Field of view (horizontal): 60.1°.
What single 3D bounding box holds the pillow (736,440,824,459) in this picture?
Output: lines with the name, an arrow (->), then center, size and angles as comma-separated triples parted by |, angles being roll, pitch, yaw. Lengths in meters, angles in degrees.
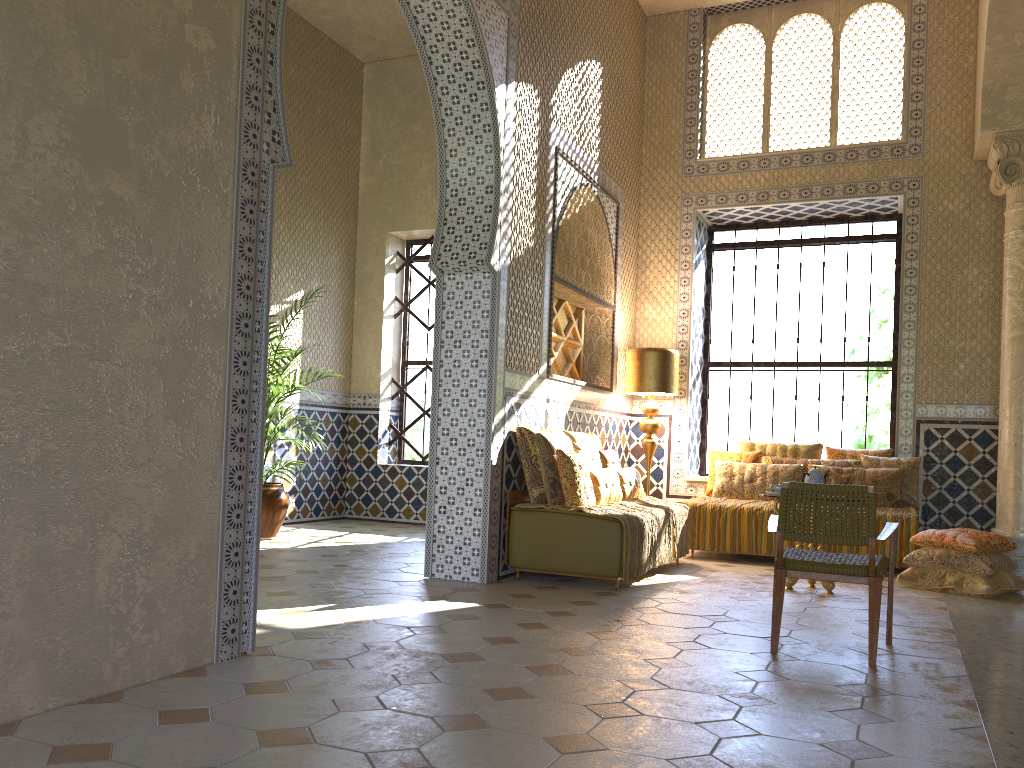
pillow -> 3.682, 1.207, 12.312 | 1.192, 0.831, 0.423 | 1, -2, 24

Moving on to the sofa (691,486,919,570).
sofa -> 3.812, 1.903, 11.703 | 2.848, 0.936, 1.277 | 1, -3, 24

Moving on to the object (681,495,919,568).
object -> 3.751, 1.889, 11.662 | 2.884, 0.717, 1.317 | 1, -4, 24

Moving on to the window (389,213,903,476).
window -> 1.607, -0.535, 14.230 | 8.479, 3.986, 0.575 | 1, -1, 20

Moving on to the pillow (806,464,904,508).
pillow -> 4.430, 1.340, 11.477 | 1.191, 0.546, 0.329 | 1, -2, 24

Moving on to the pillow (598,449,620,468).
pillow -> 1.195, 1.115, 10.874 | 0.313, 0.637, 0.683 | 2, -3, 24

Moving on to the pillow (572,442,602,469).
pillow -> 0.873, 1.022, 10.140 | 0.340, 0.692, 0.742 | 2, -3, 24

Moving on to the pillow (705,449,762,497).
pillow -> 3.078, 1.262, 12.338 | 0.740, 0.692, 0.341 | 1, -2, 24

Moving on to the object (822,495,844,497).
object -> 3.229, 1.139, 8.918 | 0.255, 0.032, 0.256 | 1, -4, 20

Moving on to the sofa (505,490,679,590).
sofa -> 1.082, 1.686, 10.134 | 1.273, 0.936, 2.857 | 1, -4, 24

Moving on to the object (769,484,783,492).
object -> 2.827, 1.119, 9.405 | 0.183, 0.100, 0.183 | 2, -3, 5

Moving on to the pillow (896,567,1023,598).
pillow -> 4.951, 2.153, 9.747 | 1.044, 0.368, 0.991 | 5, -5, -41

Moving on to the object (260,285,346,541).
object -> -3.420, 0.306, 11.793 | 2.255, 3.549, 2.759 | 1, -2, 27

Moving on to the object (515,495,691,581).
object -> 1.133, 1.677, 10.098 | 1.313, 0.717, 2.893 | 1, -4, 24

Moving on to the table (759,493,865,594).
table -> 3.131, 1.664, 9.253 | 1.102, 0.979, 1.101 | 4, -3, -37

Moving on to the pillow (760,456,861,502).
pillow -> 3.992, 1.298, 11.912 | 1.340, 0.615, 0.371 | 1, -2, 24

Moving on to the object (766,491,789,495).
object -> 2.825, 1.157, 9.405 | 0.255, 0.032, 0.256 | 2, -4, 3

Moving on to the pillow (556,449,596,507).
pillow -> 0.682, 1.012, 9.253 | 0.344, 0.650, 0.686 | 2, -3, 23

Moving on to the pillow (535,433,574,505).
pillow -> 0.504, 0.927, 9.491 | 0.383, 0.779, 0.836 | 2, -3, 24

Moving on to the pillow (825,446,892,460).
pillow -> 4.652, 1.249, 11.947 | 0.855, 0.800, 0.394 | 1, -2, 24

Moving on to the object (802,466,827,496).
object -> 3.176, 1.018, 9.297 | 0.272, 0.323, 0.199 | 2, -2, 13

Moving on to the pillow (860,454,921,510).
pillow -> 4.914, 1.277, 11.527 | 0.740, 0.692, 0.341 | 1, -2, 24

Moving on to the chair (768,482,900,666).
chair -> 2.329, 1.327, 6.528 | 0.950, 1.208, 0.908 | 1, -2, 24

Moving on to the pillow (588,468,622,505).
pillow -> 1.021, 1.173, 9.975 | 0.271, 0.450, 0.985 | 1, -3, 24

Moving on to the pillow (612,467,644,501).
pillow -> 1.399, 1.247, 10.831 | 0.271, 0.450, 0.985 | 1, -3, 24

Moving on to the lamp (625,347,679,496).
lamp -> 1.933, 0.925, 12.454 | 0.737, 2.811, 0.737 | 2, -1, -7

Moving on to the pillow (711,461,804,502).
pillow -> 3.309, 1.331, 11.972 | 1.191, 0.546, 0.329 | 1, -2, 24

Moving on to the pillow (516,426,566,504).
pillow -> 0.412, 0.902, 9.778 | 0.422, 0.831, 1.195 | 2, -3, 24

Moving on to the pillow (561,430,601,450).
pillow -> 0.894, 0.997, 10.872 | 0.422, 0.831, 1.195 | 2, -3, 24

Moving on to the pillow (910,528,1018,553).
pillow -> 4.957, 1.742, 9.737 | 0.749, 0.310, 0.804 | 4, -4, -32

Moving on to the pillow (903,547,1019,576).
pillow -> 4.937, 1.950, 9.749 | 0.931, 0.347, 0.882 | -1, -5, 44
